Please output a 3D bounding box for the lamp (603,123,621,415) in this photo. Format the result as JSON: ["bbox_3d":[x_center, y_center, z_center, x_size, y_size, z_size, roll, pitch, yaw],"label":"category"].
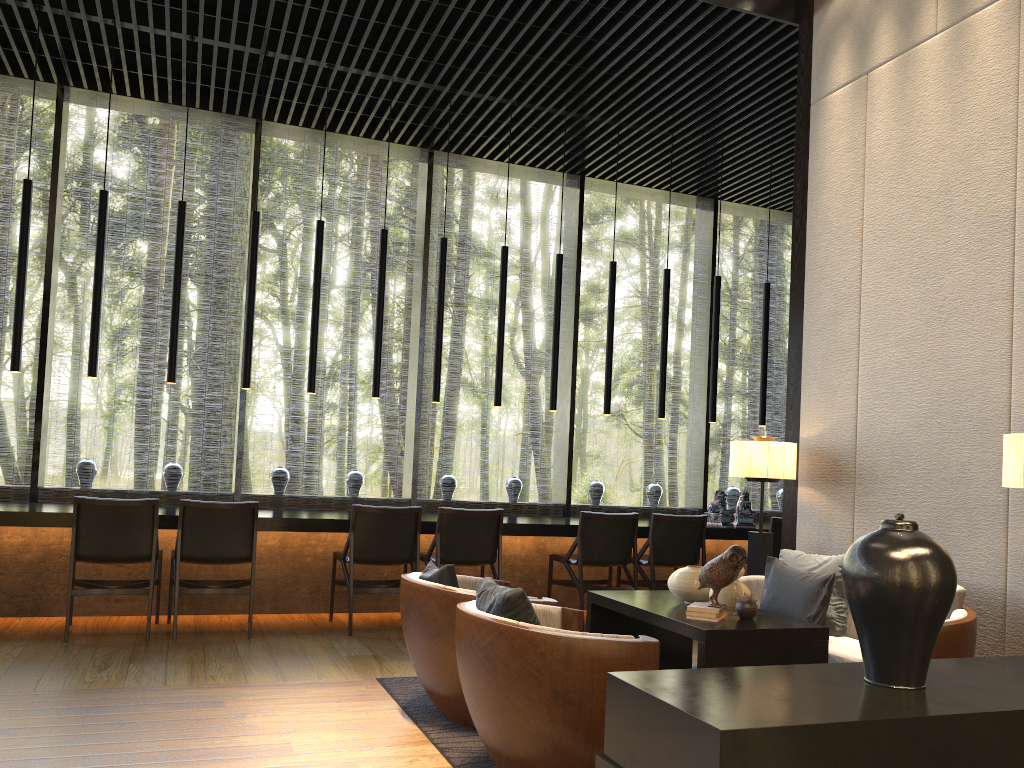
[{"bbox_3d":[0.832,-0.951,7.287,0.060,2.414,0.060,4,-2,-25],"label":"lamp"}]

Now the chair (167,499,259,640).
[{"bbox_3d":[-1.869,1.137,5.571,0.526,0.825,0.564,4,-4,-20],"label":"chair"}]

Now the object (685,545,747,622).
[{"bbox_3d":[0.847,0.806,3.620,0.229,0.308,0.174,1,-3,26],"label":"object"}]

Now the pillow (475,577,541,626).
[{"bbox_3d":[-0.007,0.875,3.119,0.222,0.361,0.400,4,-4,-20],"label":"pillow"}]

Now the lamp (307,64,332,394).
[{"bbox_3d":[-1.399,-1.135,6.459,0.060,2.414,0.060,4,-2,-25],"label":"lamp"}]

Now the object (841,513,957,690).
[{"bbox_3d":[1.126,0.625,2.587,0.312,0.491,0.312,5,-4,-32],"label":"object"}]

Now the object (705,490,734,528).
[{"bbox_3d":[1.712,1.030,7.340,0.162,0.309,0.207,5,-4,-40],"label":"object"}]

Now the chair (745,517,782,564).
[{"bbox_3d":[2.126,1.466,7.054,0.526,0.825,0.564,4,-4,-20],"label":"chair"}]

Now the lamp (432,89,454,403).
[{"bbox_3d":[-0.523,-1.062,6.784,0.060,2.414,0.060,4,-2,-25],"label":"lamp"}]

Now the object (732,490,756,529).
[{"bbox_3d":[1.948,1.047,7.422,0.163,0.312,0.210,2,-3,5],"label":"object"}]

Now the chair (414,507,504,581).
[{"bbox_3d":[-0.358,1.261,6.132,0.526,0.825,0.564,4,-4,-20],"label":"chair"}]

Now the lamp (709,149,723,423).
[{"bbox_3d":[1.774,-0.873,7.637,0.060,2.414,0.060,4,-2,-25],"label":"lamp"}]

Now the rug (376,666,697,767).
[{"bbox_3d":[0.713,1.502,3.930,2.243,0.008,2.046,5,-6,-20],"label":"rug"}]

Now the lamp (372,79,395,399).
[{"bbox_3d":[-0.956,-1.098,6.623,0.060,2.414,0.060,4,-2,-25],"label":"lamp"}]

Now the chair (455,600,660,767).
[{"bbox_3d":[0.094,1.100,3.151,0.606,0.602,0.805,4,-5,-20],"label":"chair"}]

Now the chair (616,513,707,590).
[{"bbox_3d":[1.153,1.386,6.693,0.526,0.825,0.564,4,-4,-20],"label":"chair"}]

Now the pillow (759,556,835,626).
[{"bbox_3d":[1.416,1.056,4.387,0.219,0.360,0.473,4,-5,-23],"label":"pillow"}]

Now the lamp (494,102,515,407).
[{"bbox_3d":[-0.057,-1.024,6.957,0.060,2.414,0.060,4,-2,-25],"label":"lamp"}]

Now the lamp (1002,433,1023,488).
[{"bbox_3d":[2.092,0.842,3.411,0.374,1.347,0.376,1,-3,27],"label":"lamp"}]

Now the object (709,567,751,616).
[{"bbox_3d":[0.934,0.851,3.782,0.174,0.256,0.175,3,-3,-1],"label":"object"}]

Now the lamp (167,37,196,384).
[{"bbox_3d":[-2.286,-1.208,6.130,0.060,2.414,0.060,4,-2,-25],"label":"lamp"}]

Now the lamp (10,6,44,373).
[{"bbox_3d":[-3.174,-1.281,5.800,0.060,2.414,0.060,4,-2,-25],"label":"lamp"}]

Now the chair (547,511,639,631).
[{"bbox_3d":[0.615,1.341,6.493,0.526,0.825,0.564,4,-4,-20],"label":"chair"}]

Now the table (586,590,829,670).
[{"bbox_3d":[0.806,1.247,3.915,0.576,0.516,1.044,4,-5,-20],"label":"table"}]

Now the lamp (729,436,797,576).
[{"bbox_3d":[1.442,0.984,5.156,0.375,1.347,0.376,2,-3,9],"label":"lamp"}]

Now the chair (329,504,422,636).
[{"bbox_3d":[-0.896,1.217,5.932,0.526,0.825,0.564,4,-4,-20],"label":"chair"}]

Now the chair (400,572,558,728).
[{"bbox_3d":[-0.205,1.165,3.953,0.606,0.602,0.805,4,-5,-20],"label":"chair"}]

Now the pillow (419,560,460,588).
[{"bbox_3d":[-0.308,0.944,3.923,0.205,0.337,0.443,3,-4,-13],"label":"pillow"}]

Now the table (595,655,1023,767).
[{"bbox_3d":[1.266,1.137,2.604,1.962,0.512,0.621,5,-5,-20],"label":"table"}]

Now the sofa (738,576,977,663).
[{"bbox_3d":[1.542,1.222,4.182,0.603,0.691,1.452,4,-5,-20],"label":"sofa"}]

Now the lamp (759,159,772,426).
[{"bbox_3d":[2.250,-0.834,7.814,0.060,2.414,0.060,4,-2,-25],"label":"lamp"}]

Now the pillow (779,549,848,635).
[{"bbox_3d":[1.527,1.055,4.537,0.201,0.398,0.433,5,-5,-42],"label":"pillow"}]

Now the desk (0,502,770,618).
[{"bbox_3d":[-10.601,0.488,2.726,28.758,0.758,1.784,5,-5,-20],"label":"desk"}]

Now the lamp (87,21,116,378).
[{"bbox_3d":[-2.749,-1.246,5.958,0.060,2.414,0.060,3,-2,-15],"label":"lamp"}]

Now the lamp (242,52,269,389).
[{"bbox_3d":[-1.823,-1.170,6.302,0.060,2.414,0.060,3,-2,-15],"label":"lamp"}]

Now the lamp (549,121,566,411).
[{"bbox_3d":[0.383,-0.988,7.121,0.060,2.414,0.060,4,-2,-25],"label":"lamp"}]

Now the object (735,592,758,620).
[{"bbox_3d":[0.971,0.915,3.662,0.091,0.111,0.091,0,-4,32],"label":"object"}]

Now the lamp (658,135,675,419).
[{"bbox_3d":[1.307,-0.912,7.464,0.060,2.414,0.060,4,-2,-25],"label":"lamp"}]

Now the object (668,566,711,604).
[{"bbox_3d":[0.835,0.919,4.042,0.245,0.167,0.246,0,-5,27],"label":"object"}]

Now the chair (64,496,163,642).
[{"bbox_3d":[-2.407,1.092,5.371,0.526,0.825,0.564,4,-4,-20],"label":"chair"}]
